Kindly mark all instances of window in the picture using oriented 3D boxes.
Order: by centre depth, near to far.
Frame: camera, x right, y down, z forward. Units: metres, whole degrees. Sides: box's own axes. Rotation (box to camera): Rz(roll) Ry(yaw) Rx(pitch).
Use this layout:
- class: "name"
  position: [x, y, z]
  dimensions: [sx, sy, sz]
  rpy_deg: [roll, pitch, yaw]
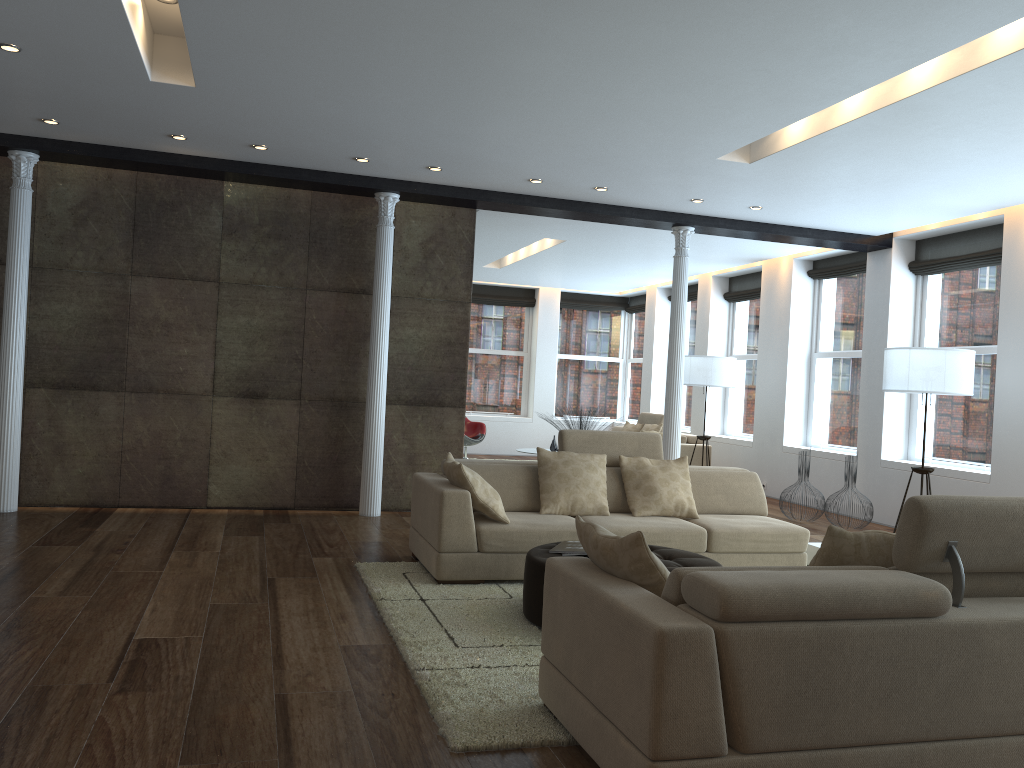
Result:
- class: "window"
  position: [4.451, -0.303, 8.687]
  dimensions: [0.123, 2.400, 1.432]
  rpy_deg: [3, 0, -16]
- class: "window"
  position: [3.946, -0.327, 10.427]
  dimensions: [0.123, 2.400, 1.391]
  rpy_deg: [3, 0, -16]
- class: "window"
  position: [3.370, -0.355, 12.413]
  dimensions: [0.123, 2.400, 1.345]
  rpy_deg: [3, 0, -16]
- class: "window"
  position: [2.870, -0.378, 14.136]
  dimensions: [0.123, 2.400, 1.444]
  rpy_deg: [3, 0, -16]
- class: "window"
  position: [-0.350, -0.550, 15.903]
  dimensions: [1.420, 2.400, 0.123]
  rpy_deg: [3, 0, -16]
- class: "window"
  position: [1.422, -0.453, 16.412]
  dimensions: [1.474, 2.400, 0.123]
  rpy_deg: [3, 0, -16]
- class: "window"
  position: [6.525, 0.448, 23.509]
  dimensions: [34.761, 17.917, 13.698]
  rpy_deg: [3, 0, -16]

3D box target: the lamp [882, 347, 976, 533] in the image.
- class: "lamp"
  position: [3.466, 0.575, 7.466]
  dimensions: [0.698, 1.728, 0.698]
  rpy_deg: [3, 0, 8]

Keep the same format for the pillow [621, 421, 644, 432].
- class: "pillow"
  position: [1.712, 0.765, 13.186]
  dimensions: [0.368, 0.416, 0.519]
  rpy_deg: [3, 0, -21]

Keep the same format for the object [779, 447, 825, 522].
- class: "object"
  position: [3.033, 1.032, 9.237]
  dimensions: [0.458, 0.781, 0.458]
  rpy_deg: [3, 0, -17]

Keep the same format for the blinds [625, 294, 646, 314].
- class: "blinds"
  position: [2.362, -1.452, 15.863]
  dimensions: [0.156, 0.327, 1.377]
  rpy_deg: [3, 0, -16]

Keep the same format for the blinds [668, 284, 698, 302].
- class: "blinds"
  position: [2.869, -1.454, 14.119]
  dimensions: [0.156, 0.275, 1.442]
  rpy_deg: [3, 0, -16]

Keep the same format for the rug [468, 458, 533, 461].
- class: "rug"
  position: [0.565, 1.285, 12.495]
  dimensions: [2.972, 0.020, 4.231]
  rpy_deg: [3, 0, -16]

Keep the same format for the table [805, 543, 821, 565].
- class: "table"
  position: [2.722, 1.295, 6.299]
  dimensions: [0.900, 0.170, 0.900]
  rpy_deg: [3, 0, -16]

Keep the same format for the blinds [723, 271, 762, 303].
- class: "blinds"
  position: [3.366, -1.371, 12.398]
  dimensions: [0.156, 0.393, 1.342]
  rpy_deg: [3, 0, -16]

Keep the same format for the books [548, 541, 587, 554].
- class: "books"
  position: [0.346, 0.885, 4.821]
  dimensions: [0.220, 0.040, 0.301]
  rpy_deg: [3, 0, 19]

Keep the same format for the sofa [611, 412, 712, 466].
- class: "sofa"
  position: [1.809, 0.888, 12.831]
  dimensions: [1.018, 0.950, 2.581]
  rpy_deg: [3, 0, -16]

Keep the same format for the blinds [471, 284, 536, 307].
- class: "blinds"
  position: [-0.268, -1.578, 15.815]
  dimensions: [1.422, 0.363, 0.156]
  rpy_deg: [3, 0, -16]

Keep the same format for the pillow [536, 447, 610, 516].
- class: "pillow"
  position: [0.424, 0.669, 6.067]
  dimensions: [0.534, 0.439, 0.301]
  rpy_deg: [3, 0, -13]

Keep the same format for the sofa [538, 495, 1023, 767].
- class: "sofa"
  position: [1.486, 0.851, 3.295]
  dimensions: [2.581, 0.950, 1.021]
  rpy_deg: [3, 0, -16]

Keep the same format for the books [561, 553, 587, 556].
- class: "books"
  position: [0.371, 0.894, 4.813]
  dimensions: [0.219, 0.031, 0.300]
  rpy_deg: [3, 0, -1]

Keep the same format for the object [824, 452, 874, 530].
- class: "object"
  position: [3.372, 1.050, 8.849]
  dimensions: [0.458, 0.781, 0.458]
  rpy_deg: [3, 0, -17]

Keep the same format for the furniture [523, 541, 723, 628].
- class: "furniture"
  position: [0.589, 1.084, 4.714]
  dimensions: [1.057, 0.355, 1.057]
  rpy_deg: [3, 0, -14]

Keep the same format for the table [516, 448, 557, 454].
- class: "table"
  position: [0.550, 1.077, 11.494]
  dimensions: [1.022, 0.393, 1.022]
  rpy_deg: [3, 0, 28]

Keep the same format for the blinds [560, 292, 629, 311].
- class: "blinds"
  position: [1.490, -1.506, 16.326]
  dimensions: [1.442, 0.312, 0.155]
  rpy_deg: [3, 0, -16]

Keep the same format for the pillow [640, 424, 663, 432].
- class: "pillow"
  position: [1.898, 0.763, 12.590]
  dimensions: [0.301, 0.439, 0.534]
  rpy_deg: [3, 0, -20]

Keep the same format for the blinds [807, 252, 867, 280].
- class: "blinds"
  position: [3.945, -1.403, 10.412]
  dimensions: [0.156, 0.275, 1.396]
  rpy_deg: [3, 0, -16]

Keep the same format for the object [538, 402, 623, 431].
- class: "object"
  position: [1.103, 0.803, 14.512]
  dimensions: [1.119, 1.014, 1.125]
  rpy_deg: [3, 0, -30]

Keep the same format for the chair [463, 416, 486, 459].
- class: "chair"
  position: [-0.763, 0.799, 13.812]
  dimensions: [0.810, 0.818, 0.669]
  rpy_deg: [3, 0, -37]

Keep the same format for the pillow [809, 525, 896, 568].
- class: "pillow"
  position: [1.253, 0.708, 3.211]
  dimensions: [0.534, 0.439, 0.301]
  rpy_deg: [3, 0, -20]

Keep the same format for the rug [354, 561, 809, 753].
- class: "rug"
  position: [1.418, 1.316, 4.982]
  dimensions: [4.231, 0.020, 2.972]
  rpy_deg: [3, 0, -16]

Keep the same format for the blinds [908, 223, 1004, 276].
- class: "blinds"
  position: [4.432, -1.320, 8.668]
  dimensions: [0.183, 0.395, 1.431]
  rpy_deg: [3, 0, -16]

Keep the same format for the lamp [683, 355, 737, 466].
- class: "lamp"
  position: [2.410, 0.524, 11.105]
  dimensions: [0.698, 1.728, 0.698]
  rpy_deg: [3, 0, 8]

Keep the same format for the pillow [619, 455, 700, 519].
- class: "pillow"
  position: [1.026, 0.713, 6.229]
  dimensions: [0.519, 0.416, 0.368]
  rpy_deg: [3, 0, -12]

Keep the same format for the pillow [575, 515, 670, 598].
- class: "pillow"
  position: [0.456, 0.687, 3.227]
  dimensions: [0.395, 0.393, 0.518]
  rpy_deg: [3, 0, -20]

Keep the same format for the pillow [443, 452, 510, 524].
- class: "pillow"
  position: [-0.240, 0.654, 5.626]
  dimensions: [0.395, 0.393, 0.518]
  rpy_deg: [3, 0, -13]

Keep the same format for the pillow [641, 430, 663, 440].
- class: "pillow"
  position: [1.881, 0.782, 11.794]
  dimensions: [0.518, 0.393, 0.395]
  rpy_deg: [3, 0, -20]

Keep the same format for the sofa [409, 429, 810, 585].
- class: "sofa"
  position: [0.664, 0.812, 6.124]
  dimensions: [2.581, 0.950, 1.021]
  rpy_deg: [3, 0, -16]
